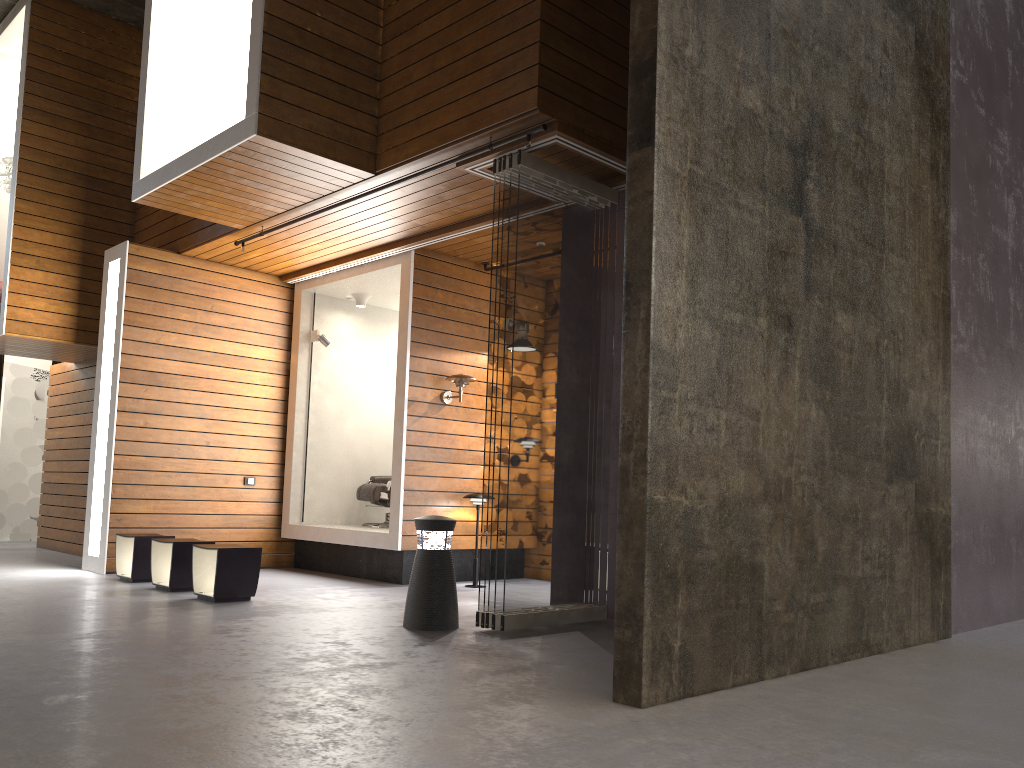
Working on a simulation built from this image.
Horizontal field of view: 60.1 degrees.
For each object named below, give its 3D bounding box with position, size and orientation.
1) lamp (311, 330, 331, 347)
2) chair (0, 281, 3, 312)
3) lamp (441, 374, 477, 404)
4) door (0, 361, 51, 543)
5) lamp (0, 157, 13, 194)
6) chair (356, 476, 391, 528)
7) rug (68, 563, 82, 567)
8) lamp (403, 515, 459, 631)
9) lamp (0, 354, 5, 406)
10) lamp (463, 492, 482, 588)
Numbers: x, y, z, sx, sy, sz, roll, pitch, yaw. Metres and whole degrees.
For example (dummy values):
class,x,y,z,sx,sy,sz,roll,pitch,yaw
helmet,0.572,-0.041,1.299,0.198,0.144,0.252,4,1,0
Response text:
class,x,y,z,sx,sy,sz,roll,pitch,yaw
lamp,-2.014,-0.476,9.302,0.248,0.187,0.130,0,-6,15
chair,-4.992,-0.979,9.577,0.955,0.933,1.202,8,-8,-44
lamp,-0.488,0.043,8.110,0.289,0.270,0.352,8,-8,-44
door,-6.449,0.892,11.437,0.146,2.295,1.291,1,-5,9
lamp,-5.223,-2.891,9.501,0.512,1.767,0.489,1,-5,10
chair,-1.177,0.995,9.479,0.826,1.067,0.757,5,-6,-29
rug,-3.710,1.869,9.205,1.582,0.014,0.541,9,-10,-44
lamp,-0.496,1.176,5.576,0.349,0.693,0.349,6,-6,-38
lamp,-6.108,0.548,10.476,0.630,2.936,0.632,2,-5,-3
lamp,-0.322,1.422,8.104,0.288,0.859,0.289,-1,-6,31
